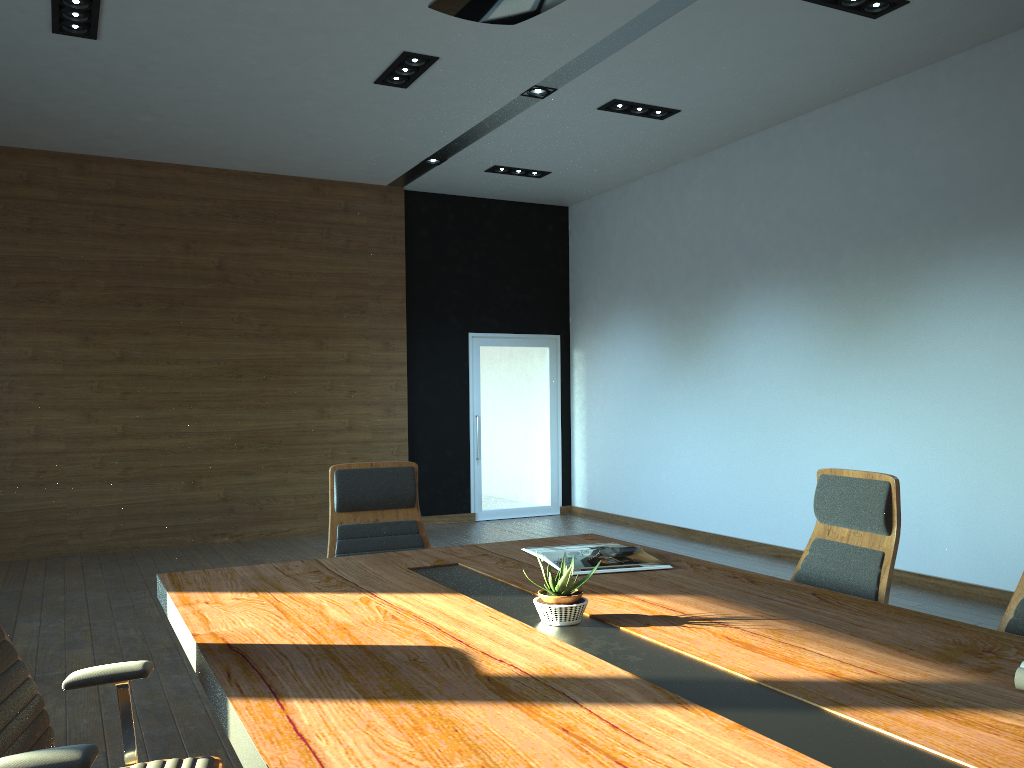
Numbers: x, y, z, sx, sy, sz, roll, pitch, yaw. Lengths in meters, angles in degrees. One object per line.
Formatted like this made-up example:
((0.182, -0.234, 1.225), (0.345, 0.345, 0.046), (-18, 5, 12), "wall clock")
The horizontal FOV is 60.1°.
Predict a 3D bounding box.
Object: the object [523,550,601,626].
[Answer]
((0.130, 0.541, 2.364), (0.153, 0.188, 0.177), (0, 1, 38), "object")

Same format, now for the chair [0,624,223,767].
((-0.989, 0.878, 2.109), (0.696, 1.129, 0.706), (-1, 1, -12), "chair")

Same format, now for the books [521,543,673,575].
((0.296, 0.625, 3.260), (0.389, 0.033, 0.544), (0, -1, -15), "books")

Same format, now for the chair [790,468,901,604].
((0.935, 0.872, 3.054), (0.696, 1.129, 0.706), (-1, 1, -20), "chair")

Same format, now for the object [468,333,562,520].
((0.019, 0.497, 10.477), (1.197, 2.162, 0.200), (-1, 2, -27), "object")

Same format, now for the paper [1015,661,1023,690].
((1.065, 0.548, 0.691), (0.628, 0.083, 2.240), (-1, -1, 13), "paper")

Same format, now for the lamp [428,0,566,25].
((0.139, -1.695, 2.244), (0.340, 1.200, 1.196), (-1, 1, -27), "lamp")

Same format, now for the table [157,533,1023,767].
((0.820, 0.996, 1.032), (1.784, 0.798, 5.541), (0, -1, -27), "table")

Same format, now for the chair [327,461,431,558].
((-0.468, 0.900, 3.616), (0.706, 1.129, 0.696), (-1, 1, -24), "chair")

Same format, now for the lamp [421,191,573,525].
((-2.329, -0.332, 6.351), (9.388, 3.712, 16.681), (0, -1, -27), "lamp")

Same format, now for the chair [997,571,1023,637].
((1.332, 0.853, 2.282), (0.696, 1.129, 0.706), (-1, 1, -26), "chair")
